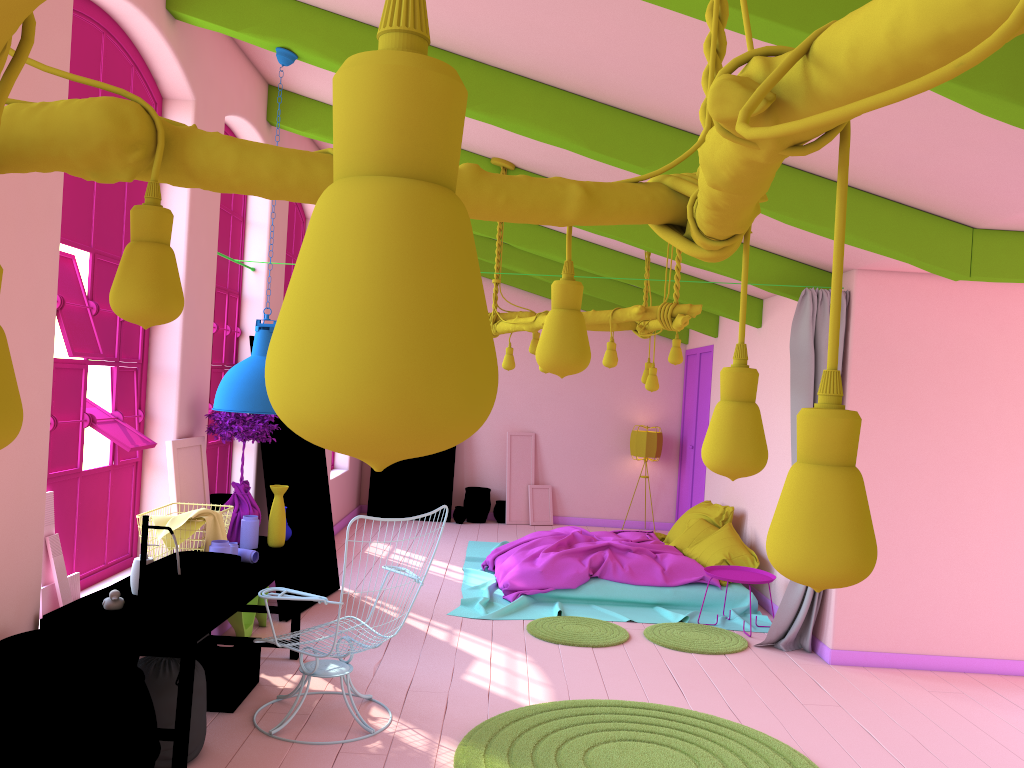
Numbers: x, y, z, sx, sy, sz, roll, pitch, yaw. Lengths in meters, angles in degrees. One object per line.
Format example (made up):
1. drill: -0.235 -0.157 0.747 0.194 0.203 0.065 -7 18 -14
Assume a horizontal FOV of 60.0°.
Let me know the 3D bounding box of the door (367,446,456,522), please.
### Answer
1. door: -1.349 0.769 12.336 1.153 2.211 0.450 3 1 0

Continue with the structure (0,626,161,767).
1. structure: -1.720 1.406 3.375 0.718 0.845 0.718 3 0 -33

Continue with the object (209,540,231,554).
1. object: -1.561 0.937 4.729 0.109 0.197 0.109 3 0 -8

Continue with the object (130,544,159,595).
1. object: -1.735 0.902 4.464 0.165 0.250 0.411 4 0 35

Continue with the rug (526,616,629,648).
1. rug: 0.520 1.957 7.028 0.792 0.021 0.792 3 0 -18

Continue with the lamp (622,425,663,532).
1. lamp: 1.856 1.310 12.290 0.491 1.467 0.476 4 1 30

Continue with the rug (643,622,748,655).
1. rug: 1.454 2.013 7.035 0.792 0.021 0.793 3 0 27

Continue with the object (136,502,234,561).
1. object: -1.772 0.843 4.904 0.444 0.369 0.633 3 0 0

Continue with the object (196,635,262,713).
1. object: -1.772 1.689 5.209 0.446 0.277 0.521 3 0 0

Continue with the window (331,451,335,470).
1. window: -2.224 -0.408 10.889 0.072 3.047 1.275 3 0 0

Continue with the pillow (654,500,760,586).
1. pillow: 1.951 1.644 9.303 0.848 0.822 2.617 3 0 -11

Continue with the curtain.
1. curtain: 2.279 0.677 6.813 0.518 2.786 0.525 3 1 -20

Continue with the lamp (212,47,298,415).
1. lamp: -1.323 -0.845 4.896 0.528 2.002 0.529 4 1 31

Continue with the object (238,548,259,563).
1. object: -1.553 1.002 5.174 0.137 0.076 0.076 3 0 20

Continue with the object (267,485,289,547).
1. object: -1.485 0.837 5.620 0.116 0.383 0.116 3 1 -27

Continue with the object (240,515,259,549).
1. object: -1.642 0.925 5.549 0.109 0.197 0.109 4 0 37

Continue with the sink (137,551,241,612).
1. sink: -1.526 0.938 4.233 0.340 0.194 0.609 3 0 0

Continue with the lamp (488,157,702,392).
1. lamp: 0.698 -1.093 6.381 1.611 2.265 1.775 3 0 -19

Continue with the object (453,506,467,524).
1. object: -0.712 1.792 12.116 0.199 0.234 0.199 3 0 -33

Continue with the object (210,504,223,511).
1. object: -2.160 0.987 6.412 0.182 0.223 0.182 3 0 -18

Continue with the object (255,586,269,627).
1. object: -1.910 1.591 6.681 0.137 0.463 0.284 3 0 -15

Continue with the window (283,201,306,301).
1. window: -2.220 -0.404 8.428 0.214 3.010 1.513 3 0 0

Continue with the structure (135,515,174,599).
1. structure: -1.706 0.828 4.205 0.166 0.397 0.087 4 1 9

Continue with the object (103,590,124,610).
1. object: -1.790 0.965 3.988 0.088 0.088 0.086 3 0 17

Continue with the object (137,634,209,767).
1. object: -0.509 1.104 0.637 2.827 1.580 7.864 3 0 0

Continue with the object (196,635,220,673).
1. object: -1.798 1.593 5.062 0.300 0.448 0.672 3 0 -25

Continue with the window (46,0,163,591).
1. window: -2.186 -0.412 4.601 0.492 3.004 1.497 3 0 0

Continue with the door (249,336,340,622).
1. door: -1.791 0.731 7.414 0.450 2.211 1.153 4 0 10

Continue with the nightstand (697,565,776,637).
1. nightstand: 1.913 1.823 7.504 0.596 0.458 0.596 4 0 37

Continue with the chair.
1. chair: -0.954 1.261 4.926 0.924 1.238 1.079 4 0 34

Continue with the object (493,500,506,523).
1. object: -0.138 1.791 12.414 0.260 0.306 0.260 4 0 32

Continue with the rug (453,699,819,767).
1. rug: 0.659 1.949 4.487 1.889 0.050 1.888 3 0 -13

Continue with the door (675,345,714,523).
1. door: 2.405 0.810 11.749 0.108 2.591 1.677 3 0 0

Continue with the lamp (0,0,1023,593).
1. lamp: -0.015 -0.951 0.835 1.611 2.265 1.775 3 0 -19

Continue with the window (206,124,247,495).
1. window: -2.194 -0.416 6.521 0.072 3.047 1.275 3 0 0

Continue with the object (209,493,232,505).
1. object: -2.163 0.963 6.622 0.223 0.272 0.223 3 0 -13

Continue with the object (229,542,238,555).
1. object: -1.612 0.974 5.106 0.065 0.118 0.065 3 0 -42

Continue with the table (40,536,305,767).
1. table: -1.730 1.418 4.885 0.655 0.821 2.192 3 0 0

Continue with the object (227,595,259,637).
1. object: -1.973 1.452 6.351 0.218 0.734 0.451 3 0 0

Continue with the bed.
1. bed: 0.856 1.742 9.039 2.802 0.514 3.576 3 0 -1

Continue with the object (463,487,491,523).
1. object: -0.485 1.683 12.336 0.386 0.471 0.386 4 0 42

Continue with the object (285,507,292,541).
1. object: -1.510 0.918 5.819 0.132 0.219 0.132 4 0 16

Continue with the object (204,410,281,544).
1. object: -1.736 0.543 5.669 0.441 0.951 0.502 3 1 -40
